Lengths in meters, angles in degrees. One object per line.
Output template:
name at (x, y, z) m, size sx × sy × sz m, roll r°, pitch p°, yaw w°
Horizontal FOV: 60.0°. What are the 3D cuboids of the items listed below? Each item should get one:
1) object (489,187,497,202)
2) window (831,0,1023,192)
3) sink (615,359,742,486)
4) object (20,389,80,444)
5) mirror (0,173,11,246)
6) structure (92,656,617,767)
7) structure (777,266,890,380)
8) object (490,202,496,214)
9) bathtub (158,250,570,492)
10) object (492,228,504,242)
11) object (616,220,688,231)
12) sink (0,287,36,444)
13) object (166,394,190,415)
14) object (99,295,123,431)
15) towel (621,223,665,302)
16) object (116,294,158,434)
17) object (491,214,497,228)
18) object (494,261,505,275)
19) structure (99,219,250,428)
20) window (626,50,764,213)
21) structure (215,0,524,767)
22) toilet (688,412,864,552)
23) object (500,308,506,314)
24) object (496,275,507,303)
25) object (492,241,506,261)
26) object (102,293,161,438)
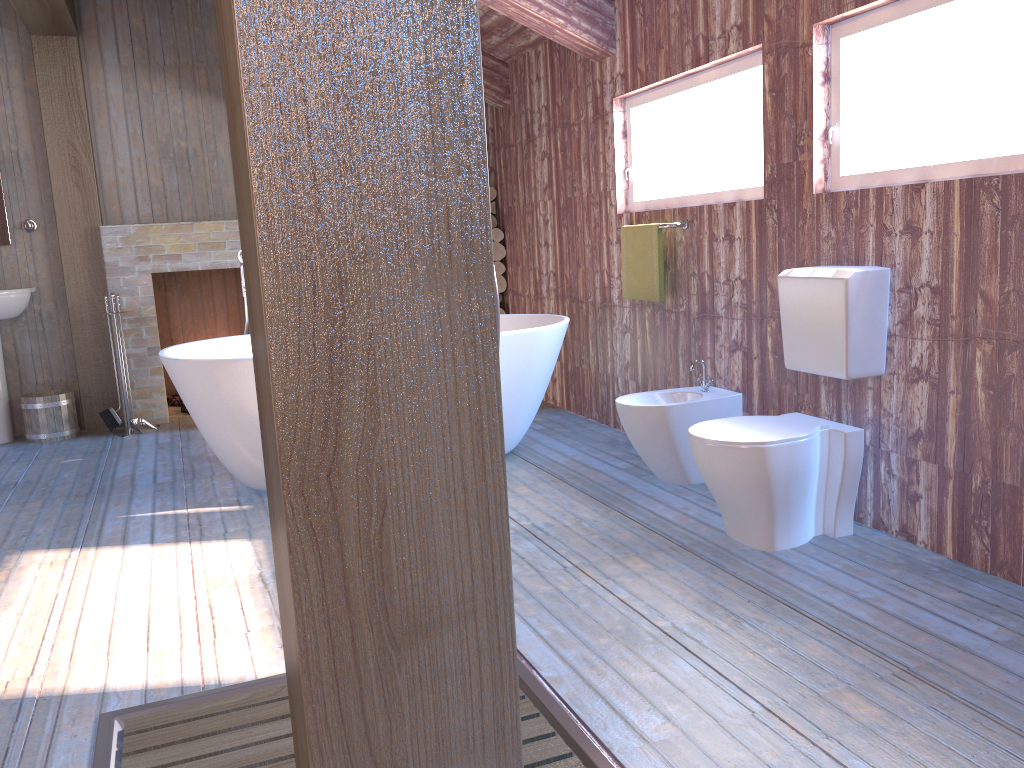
object at (-0.208, -1.358, 6.419) m, size 0.112 × 0.113 × 0.271 m, roll -7°, pitch 10°, yaw -20°
window at (1.371, -0.899, 2.597) m, size 0.054 × 0.587 × 1.255 m, roll -7°, pitch 10°, yaw -19°
sink at (0.694, 0.164, 3.799) m, size 0.515 × 0.517 × 0.335 m, roll -7°, pitch 10°, yaw -19°
object at (-2.895, 0.200, 5.560) m, size 0.309 × 0.290 × 0.308 m, roll -5°, pitch 9°, yaw -10°
mirror at (-3.342, -1.442, 5.408) m, size 0.350 × 1.199 × 0.009 m, roll -7°, pitch 10°, yaw -20°
structure at (-0.338, 0.826, 1.838) m, size 1.000 × 0.067 × 1.000 m, roll -7°, pitch 10°, yaw -21°
structure at (1.097, -0.218, 3.047) m, size 0.182 × 0.363 × 0.358 m, roll -7°, pitch 10°, yaw -19°
object at (-0.205, -1.276, 6.448) m, size 0.081 × 0.100 × 0.281 m, roll -7°, pitch 10°, yaw -20°
bathtub at (-0.669, -0.137, 4.320) m, size 1.935 × 1.109 × 1.460 m, roll -3°, pitch 9°, yaw 1°
object at (-0.181, -1.080, 6.428) m, size 0.102 × 0.109 × 0.438 m, roll -7°, pitch 10°, yaw -20°
object at (0.651, -0.752, 4.252) m, size 0.091 × 0.043 × 0.581 m, roll -7°, pitch 10°, yaw -20°
sink at (-3.208, -0.186, 5.411) m, size 0.582 × 1.143 × 0.475 m, roll -7°, pitch 10°, yaw -21°
object at (-2.177, 0.092, 6.702) m, size 0.829 × 0.085 × 0.935 m, roll -11°, pitch 12°, yaw -38°
object at (-2.535, -0.125, 5.516) m, size 0.136 × 0.846 × 0.062 m, roll -11°, pitch 12°, yaw -39°
towel at (0.625, -0.584, 4.271) m, size 0.032 × 0.361 × 0.370 m, roll -7°, pitch 10°, yaw -20°
object at (-2.393, -0.128, 5.558) m, size 0.206 × 0.871 × 0.126 m, roll 0°, pitch 10°, yaw 22°
object at (-0.202, -1.178, 6.446) m, size 0.107 × 0.115 × 0.269 m, roll -7°, pitch 10°, yaw -19°
object at (-0.171, -0.851, 6.464) m, size 0.102 × 0.109 × 0.438 m, roll -7°, pitch 10°, yaw -20°
structure at (-2.072, -0.421, 5.971) m, size 1.130 × 1.330 × 0.226 m, roll -7°, pitch 10°, yaw -21°
window at (0.835, -1.103, 4.034) m, size 0.054 × 0.587 × 1.255 m, roll -7°, pitch 10°, yaw -19°
structure at (-0.188, -0.204, 1.165) m, size 0.328 × 2.209 × 0.522 m, roll -3°, pitch 9°, yaw 0°
toilet at (0.868, 0.338, 3.042) m, size 0.534 × 0.400 × 0.375 m, roll -7°, pitch 10°, yaw -19°
object at (-0.179, -0.504, 6.532) m, size 0.139 × 0.137 × 0.455 m, roll -7°, pitch 10°, yaw -22°
object at (-0.175, -0.687, 6.496) m, size 0.137 × 0.256 × 0.439 m, roll -7°, pitch 10°, yaw -20°
object at (-0.188, -0.967, 6.445) m, size 0.147 × 0.152 × 0.439 m, roll -7°, pitch 10°, yaw -20°
object at (-2.487, -0.130, 5.590) m, size 0.276 × 0.888 × 0.333 m, roll 0°, pitch 10°, yaw 21°
